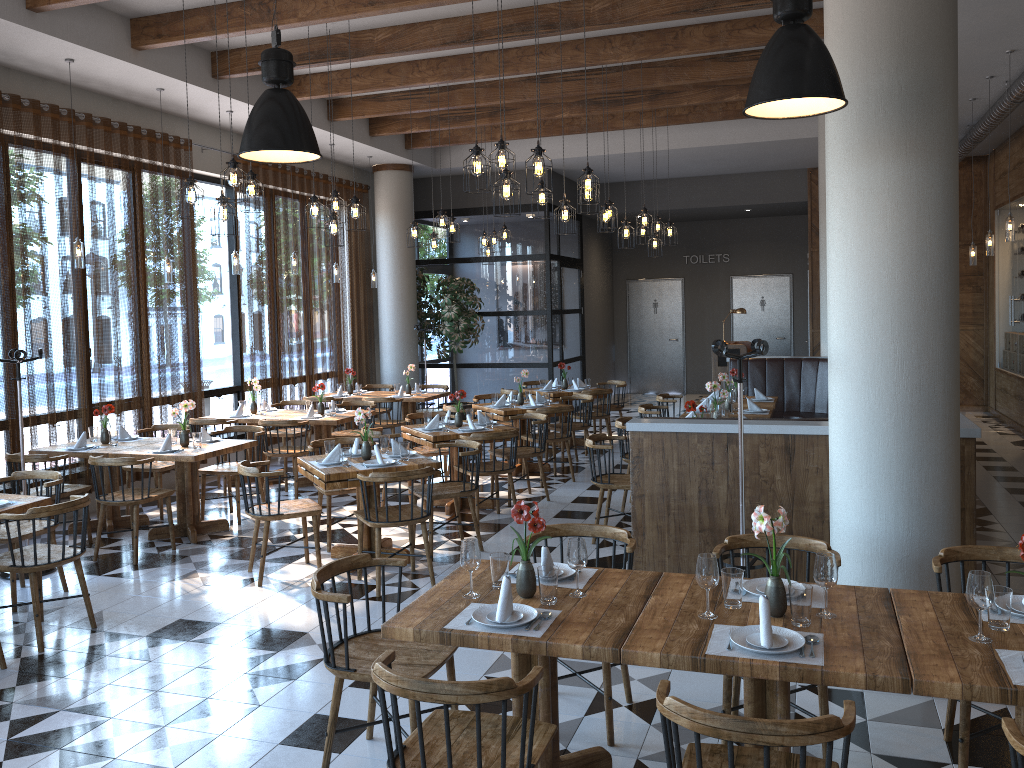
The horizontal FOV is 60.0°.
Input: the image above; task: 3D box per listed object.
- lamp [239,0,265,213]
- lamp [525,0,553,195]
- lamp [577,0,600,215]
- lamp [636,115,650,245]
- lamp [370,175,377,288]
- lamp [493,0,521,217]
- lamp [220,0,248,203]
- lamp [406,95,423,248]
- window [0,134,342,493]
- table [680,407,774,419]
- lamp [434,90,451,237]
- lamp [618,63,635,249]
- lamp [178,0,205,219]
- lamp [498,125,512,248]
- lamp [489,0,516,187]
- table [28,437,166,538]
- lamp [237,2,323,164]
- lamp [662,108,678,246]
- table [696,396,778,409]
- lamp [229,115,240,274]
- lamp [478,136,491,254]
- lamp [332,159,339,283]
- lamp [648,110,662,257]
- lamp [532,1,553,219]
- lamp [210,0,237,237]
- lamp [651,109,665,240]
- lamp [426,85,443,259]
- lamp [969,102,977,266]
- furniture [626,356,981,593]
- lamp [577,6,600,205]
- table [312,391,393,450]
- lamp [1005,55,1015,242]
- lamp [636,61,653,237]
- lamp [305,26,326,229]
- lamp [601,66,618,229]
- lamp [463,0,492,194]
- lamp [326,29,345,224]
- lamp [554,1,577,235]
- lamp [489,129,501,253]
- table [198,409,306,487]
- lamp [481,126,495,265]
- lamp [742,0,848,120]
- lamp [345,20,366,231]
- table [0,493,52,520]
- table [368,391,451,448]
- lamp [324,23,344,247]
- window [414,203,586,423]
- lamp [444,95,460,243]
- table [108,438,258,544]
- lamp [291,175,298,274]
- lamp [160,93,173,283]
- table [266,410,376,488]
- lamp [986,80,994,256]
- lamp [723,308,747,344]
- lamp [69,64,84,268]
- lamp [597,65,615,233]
[{"bbox_3d":[-1.973,-2.323,6.599,0.175,2.067,0.175,-2,2,-6],"label":"lamp"},{"bbox_3d":[0.149,-2.257,5.653,0.175,2.067,0.175,-1,2,4],"label":"lamp"},{"bbox_3d":[0.616,-2.461,7.393,0.175,2.067,0.175,-3,3,-21],"label":"lamp"},{"bbox_3d":[1.657,-2.828,11.356,0.175,2.067,0.175,-4,3,-38],"label":"lamp"},{"bbox_3d":[-2.005,-2.356,12.668,0.078,1.960,0.078,-4,3,-39],"label":"lamp"},{"bbox_3d":[-0.059,-2.126,5.722,0.175,2.067,0.175,0,3,37],"label":"lamp"},{"bbox_3d":[-2.045,-2.361,6.401,0.175,2.067,0.175,-1,2,5],"label":"lamp"},{"bbox_3d":[-1.146,-2.607,10.166,0.175,2.067,0.175,-2,3,-20],"label":"lamp"},{"bbox_3d":[-4.055,-0.477,5.794,4.492,3.158,15.167,-2,5,-4],"label":"window"},{"bbox_3d":[2.181,0.659,8.911,0.850,0.762,0.852,0,4,19],"label":"table"},{"bbox_3d":[-0.814,-2.700,9.986,0.175,2.067,0.175,-1,3,13],"label":"lamp"},{"bbox_3d":[1.185,-2.469,9.351,0.175,2.067,0.175,-1,2,2],"label":"lamp"},{"bbox_3d":[-2.400,-2.262,6.528,0.175,2.067,0.175,-3,3,-28],"label":"lamp"},{"bbox_3d":[-0.125,-2.891,11.999,0.175,2.067,0.175,0,3,32],"label":"lamp"},{"bbox_3d":[-0.091,-2.375,5.942,0.175,2.067,0.175,0,3,37],"label":"lamp"},{"bbox_3d":[-3.570,0.908,7.820,0.850,0.762,0.852,0,4,19],"label":"table"},{"bbox_3d":[-1.117,-1.996,4.136,0.390,1.861,0.391,-1,3,6],"label":"lamp"},{"bbox_3d":[1.948,-2.765,11.035,0.175,2.067,0.175,0,3,29],"label":"lamp"},{"bbox_3d":[2.538,0.561,9.954,0.850,0.762,0.852,0,4,19],"label":"table"},{"bbox_3d":[-3.043,-2.180,9.643,0.078,1.960,0.078,0,3,26],"label":"lamp"},{"bbox_3d":[-0.392,-2.761,11.739,0.175,2.067,0.175,-2,2,-2],"label":"lamp"},{"bbox_3d":[-2.347,-2.321,11.672,0.078,1.960,0.078,-1,2,5],"label":"lamp"},{"bbox_3d":[1.788,-2.643,11.190,0.175,2.067,0.175,-3,3,-27],"label":"lamp"},{"bbox_3d":[0.223,-2.392,7.212,0.175,2.067,0.175,-4,3,-44],"label":"lamp"},{"bbox_3d":[-2.183,-2.143,6.592,0.175,2.067,0.175,-1,2,5],"label":"lamp"},{"bbox_3d":[1.858,-2.893,11.398,0.175,2.067,0.175,-3,3,-27],"label":"lamp"},{"bbox_3d":[-0.922,-2.484,10.197,0.175,2.067,0.175,-1,3,13],"label":"lamp"},{"bbox_3d":[5.212,-2.327,10.026,0.078,1.960,0.078,-4,3,-39],"label":"lamp"},{"bbox_3d":[2.679,0.515,8.173,1.917,1.148,6.605,0,5,19],"label":"furniture"},{"bbox_3d":[0.598,-2.499,7.183,0.175,2.067,0.175,-2,3,-10],"label":"lamp"},{"bbox_3d":[-2.160,0.519,11.938,0.850,0.762,0.852,0,4,19],"label":"table"},{"bbox_3d":[4.547,-2.287,8.093,0.078,1.960,0.078,-3,3,-36],"label":"lamp"},{"bbox_3d":[1.392,-2.611,9.414,0.175,2.067,0.175,-3,3,-31],"label":"lamp"},{"bbox_3d":[-1.821,-2.451,8.043,0.175,2.067,0.175,0,3,27],"label":"lamp"},{"bbox_3d":[1.027,-2.710,9.516,0.175,2.067,0.175,-1,2,2],"label":"lamp"},{"bbox_3d":[-0.254,-2.303,5.817,0.175,2.067,0.175,0,3,26],"label":"lamp"},{"bbox_3d":[-1.656,-2.522,8.166,0.175,2.067,0.175,0,3,38],"label":"lamp"},{"bbox_3d":[0.417,-2.276,7.330,0.175,2.067,0.175,-2,3,-10],"label":"lamp"},{"bbox_3d":[-0.266,-2.843,12.153,0.175,2.067,0.175,-1,3,20],"label":"lamp"},{"bbox_3d":[-2.858,0.711,9.901,0.850,0.762,0.852,0,4,19],"label":"table"},{"bbox_3d":[-0.345,-2.651,11.962,0.175,2.067,0.175,0,3,32],"label":"lamp"},{"bbox_3d":[1.067,-1.992,3.386,0.390,1.861,0.391,-2,3,-4],"label":"lamp"},{"bbox_3d":[-1.421,-2.404,7.872,0.175,2.067,0.175,-1,2,5],"label":"lamp"},{"bbox_3d":[-3.579,1.134,5.172,1.215,0.762,1.217,0,5,22],"label":"table"},{"bbox_3d":[-1.350,0.520,11.660,0.850,0.762,0.852,0,4,19],"label":"table"},{"bbox_3d":[-1.629,-2.273,7.945,0.175,2.067,0.175,0,3,38],"label":"lamp"},{"bbox_3d":[-0.264,-1.224,15.654,2.727,3.542,2.191,0,3,19],"label":"window"},{"bbox_3d":[-0.713,-2.662,10.171,0.175,2.067,0.175,-1,2,2],"label":"lamp"},{"bbox_3d":[-2.761,0.910,7.543,0.850,0.762,0.852,0,4,19],"label":"table"},{"bbox_3d":[-2.669,-2.317,10.735,0.078,1.960,0.078,-1,2,9],"label":"lamp"},{"bbox_3d":[-3.387,-1.970,8.634,0.078,1.960,0.078,-3,3,-31],"label":"lamp"},{"bbox_3d":[-2.048,0.713,9.623,0.850,0.762,0.852,0,4,19],"label":"table"},{"bbox_3d":[4.869,-2.291,9.031,0.078,1.960,0.078,-1,2,5],"label":"lamp"},{"bbox_3d":[2.979,-0.652,12.040,0.445,0.755,0.170,-2,3,-6],"label":"lamp"},{"bbox_3d":[-3.749,-1.977,7.581,0.078,1.960,0.078,-2,2,-5],"label":"lamp"},{"bbox_3d":[0.967,-2.635,9.320,0.175,2.067,0.175,-2,2,-9],"label":"lamp"}]
